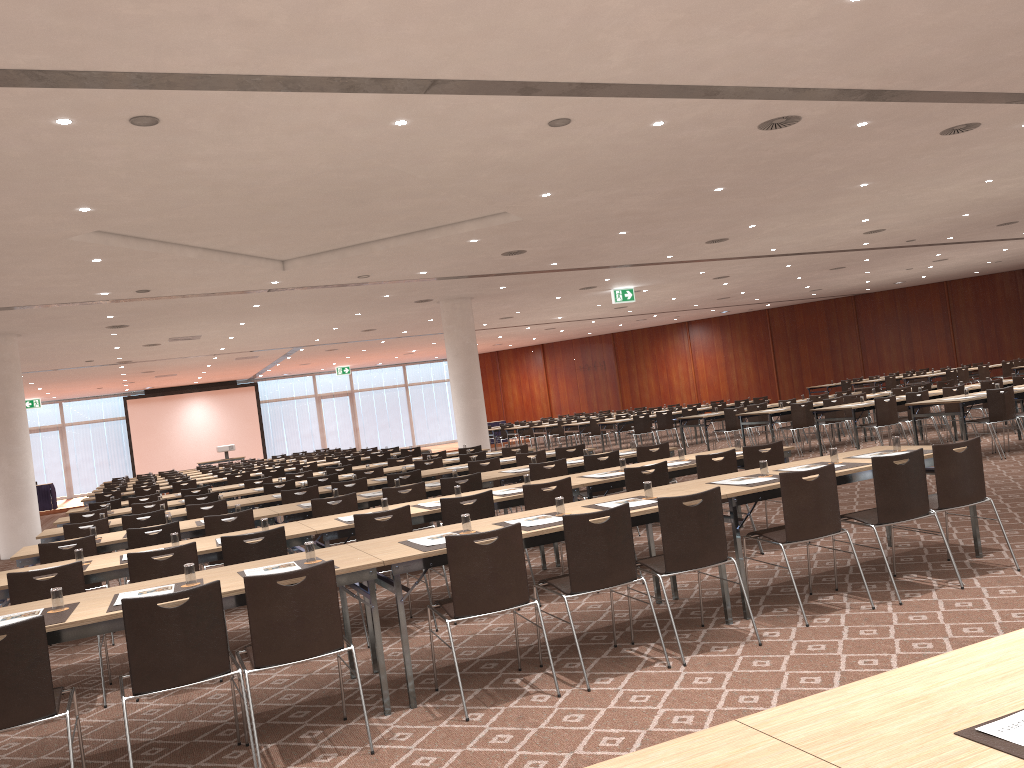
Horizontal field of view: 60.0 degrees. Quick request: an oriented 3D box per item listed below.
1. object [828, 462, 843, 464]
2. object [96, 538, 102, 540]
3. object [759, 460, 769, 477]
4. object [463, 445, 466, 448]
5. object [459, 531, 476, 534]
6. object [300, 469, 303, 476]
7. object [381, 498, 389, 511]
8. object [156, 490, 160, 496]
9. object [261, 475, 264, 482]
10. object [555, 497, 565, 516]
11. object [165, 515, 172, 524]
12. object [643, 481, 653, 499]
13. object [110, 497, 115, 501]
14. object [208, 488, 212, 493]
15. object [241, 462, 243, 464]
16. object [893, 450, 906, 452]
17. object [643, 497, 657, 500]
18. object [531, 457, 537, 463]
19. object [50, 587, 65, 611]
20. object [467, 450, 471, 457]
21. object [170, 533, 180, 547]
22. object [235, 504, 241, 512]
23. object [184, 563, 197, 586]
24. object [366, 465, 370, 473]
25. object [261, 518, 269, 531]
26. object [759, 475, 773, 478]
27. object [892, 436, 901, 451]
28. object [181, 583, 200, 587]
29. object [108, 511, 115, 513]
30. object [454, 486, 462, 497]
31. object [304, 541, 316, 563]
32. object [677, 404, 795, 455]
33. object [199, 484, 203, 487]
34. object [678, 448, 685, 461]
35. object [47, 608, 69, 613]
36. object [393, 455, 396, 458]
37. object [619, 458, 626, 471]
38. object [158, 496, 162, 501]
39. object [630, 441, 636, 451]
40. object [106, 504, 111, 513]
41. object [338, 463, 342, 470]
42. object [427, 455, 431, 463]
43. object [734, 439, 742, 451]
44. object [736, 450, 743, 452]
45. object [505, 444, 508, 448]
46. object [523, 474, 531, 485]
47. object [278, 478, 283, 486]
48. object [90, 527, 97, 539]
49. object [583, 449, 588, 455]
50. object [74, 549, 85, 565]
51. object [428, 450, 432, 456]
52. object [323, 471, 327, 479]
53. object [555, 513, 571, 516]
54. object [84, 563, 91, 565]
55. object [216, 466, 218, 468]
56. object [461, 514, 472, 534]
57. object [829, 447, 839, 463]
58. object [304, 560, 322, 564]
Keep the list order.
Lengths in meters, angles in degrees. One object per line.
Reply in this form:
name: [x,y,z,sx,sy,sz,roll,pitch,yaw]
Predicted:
object: [2.405,0.588,6.593,0.102,0.001,0.102,-8,-1,33]
object: [-3.875,1.446,8.262,0.102,0.001,0.102,-8,-1,33]
object: [1.803,0.604,6.345,0.054,0.114,0.054,-8,-1,11]
object: [-0.856,1.159,16.069,0.054,0.114,0.054,-7,-1,-34]
object: [-0.273,0.915,5.461,0.102,0.001,0.102,-8,-1,33]
object: [-3.538,1.486,14.920,0.054,0.114,0.054,-7,-1,-34]
object: [-1.045,0.997,7.295,0.054,0.114,0.054,-7,-1,-34]
object: [-5.601,1.738,14.042,0.054,0.114,0.054,-7,-1,-12]
object: [-4.124,1.557,14.676,0.054,0.114,0.054,-7,-1,-34]
object: [0.310,0.786,5.705,0.054,0.114,0.054,-8,-1,33]
object: [-3.295,1.318,8.518,0.054,0.114,0.054,-8,-1,33]
object: [0.916,0.712,5.959,0.054,0.114,0.054,-8,-1,33]
object: [-6.204,1.811,13.779,0.054,0.114,0.054,-7,-1,-34]
object: [-4.235,1.525,12.448,0.054,0.114,0.054,-7,-1,-12]
object: [-7.196,2.152,23.673,0.054,0.114,0.054,-8,-1,11]
object: [3.003,0.515,6.859,0.102,0.001,0.102,-8,-1,33]
object: [0.925,0.769,5.968,0.102,0.001,0.102,-8,-1,33]
object: [0.250,0.886,10.032,0.054,0.114,0.054,-7,-1,-12]
object: [-2.344,1.109,4.573,0.054,0.114,0.054,-8,-1,33]
object: [-0.682,1.091,13.961,0.054,0.114,0.054,-8,-1,33]
object: [-2.536,1.179,6.677,0.054,0.114,0.054,-7,-1,-12]
object: [-2.706,1.246,8.766,0.054,0.114,0.054,-8,-1,33]
object: [-1.756,1.038,4.840,0.054,0.114,0.054,-8,-1,11]
object: [-2.166,1.272,13.334,0.054,0.114,0.054,-8,-1,11]
object: [-1.928,1.105,6.921,0.054,0.114,0.054,-8,-1,11]
object: [1.811,0.660,6.337,0.102,0.001,0.102,-8,-1,33]
object: [2.972,0.461,6.855,0.054,0.114,0.054,-8,-1,33]
object: [-1.751,1.095,4.832,0.102,0.001,0.102,-8,-1,33]
object: [-5.409,1.726,11.944,0.102,0.001,0.102,-7,-1,-34]
object: [-0.461,0.926,7.564,0.054,0.114,0.054,-7,-1,-34]
object: [-1.159,0.965,5.094,0.054,0.114,0.054,-8,-1,33]
object: [4.688,0.964,18.441,2.266,0.833,0.954,-7,-1,-23]
object: [-5.007,1.665,14.304,0.054,0.114,0.054,-8,-1,11]
object: [1.613,0.673,8.448,0.054,0.114,0.054,-8,-1,11]
object: [-2.339,1.166,4.569,0.102,0.001,0.102,-8,-1,33]
object: [-2.052,1.305,15.555,0.054,0.114,0.054,-7,-1,-12]
object: [1.024,0.745,8.189,0.054,0.114,0.054,-8,-1,11]
object: [-4.839,1.599,12.203,0.054,0.114,0.054,-7,-1,-12]
object: [1.442,0.740,10.543,0.054,0.114,0.054,-8,-1,33]
object: [-5.437,1.672,11.952,0.054,0.114,0.054,-8,-1,11]
object: [-2.937,1.413,15.172,0.054,0.114,0.054,-7,-1,-34]
object: [-1.282,1.165,13.712,0.054,0.114,0.054,-8,-1,33]
object: [2.217,0.600,8.700,0.054,0.114,0.054,-7,-1,-34]
object: [2.223,0.656,8.683,0.102,0.001,0.102,-7,-1,-34]
object: [-0.084,1.019,14.217,0.054,0.114,0.054,-8,-1,11]
object: [0.135,0.854,7.814,0.054,0.114,0.054,-7,-1,-34]
object: [-3.353,1.417,12.837,0.054,0.114,0.054,-8,-1,11]
object: [-3.901,1.392,8.267,0.054,0.114,0.054,-8,-1,11]
object: [0.858,0.811,10.285,0.054,0.114,0.054,-8,-1,33]
object: [-3.127,1.251,6.410,0.054,0.114,0.054,-7,-1,-34]
object: [-1.456,1.232,15.818,0.054,0.114,0.054,-8,-1,11]
object: [-2.761,1.345,13.084,0.054,0.114,0.054,-8,-1,11]
object: [0.332,0.841,5.719,0.102,0.001,0.102,-8,-1,33]
object: [-3.103,1.306,6.419,0.102,0.001,0.102,-7,-1,-34]
object: [-7.777,2.222,23.422,0.054,0.114,0.054,-8,-1,11]
object: [-0.280,0.858,5.450,0.054,0.114,0.054,-8,-1,33]
object: [2.396,0.531,6.596,0.054,0.114,0.054,-8,-1,11]
object: [-1.141,1.020,5.083,0.102,0.001,0.102,-8,-1,33]
